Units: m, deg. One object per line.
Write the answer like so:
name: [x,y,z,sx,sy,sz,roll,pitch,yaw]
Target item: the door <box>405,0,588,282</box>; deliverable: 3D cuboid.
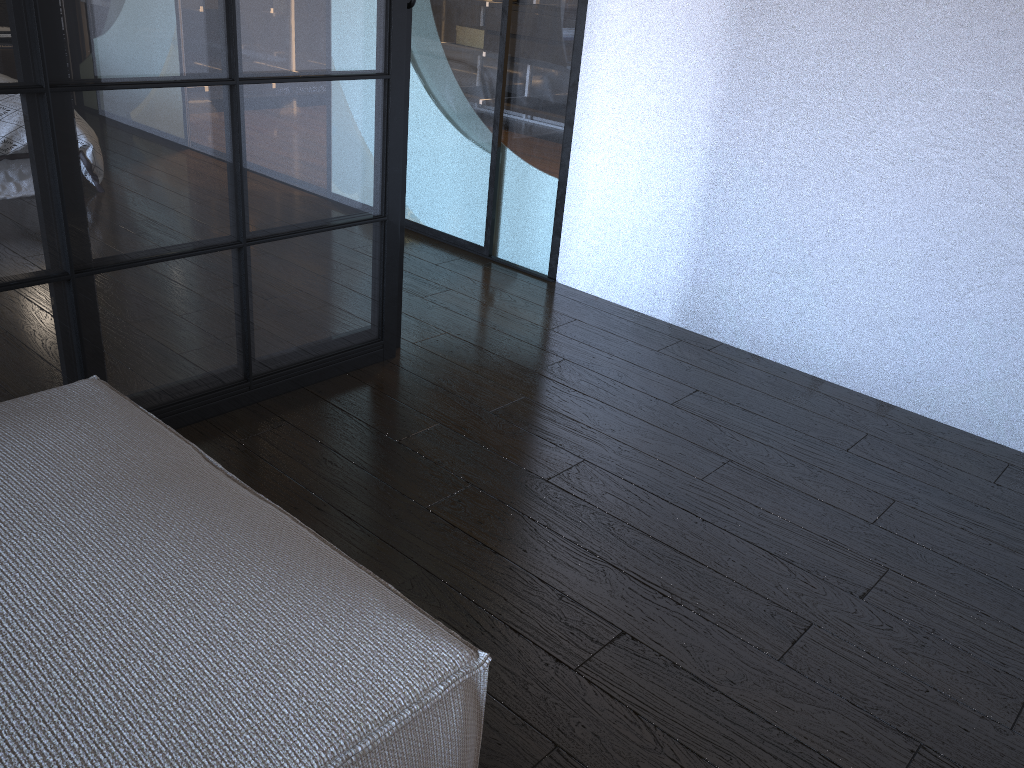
door: [-1.207,-2.189,4.074,4.180,2.599,0.138,25,32,35]
